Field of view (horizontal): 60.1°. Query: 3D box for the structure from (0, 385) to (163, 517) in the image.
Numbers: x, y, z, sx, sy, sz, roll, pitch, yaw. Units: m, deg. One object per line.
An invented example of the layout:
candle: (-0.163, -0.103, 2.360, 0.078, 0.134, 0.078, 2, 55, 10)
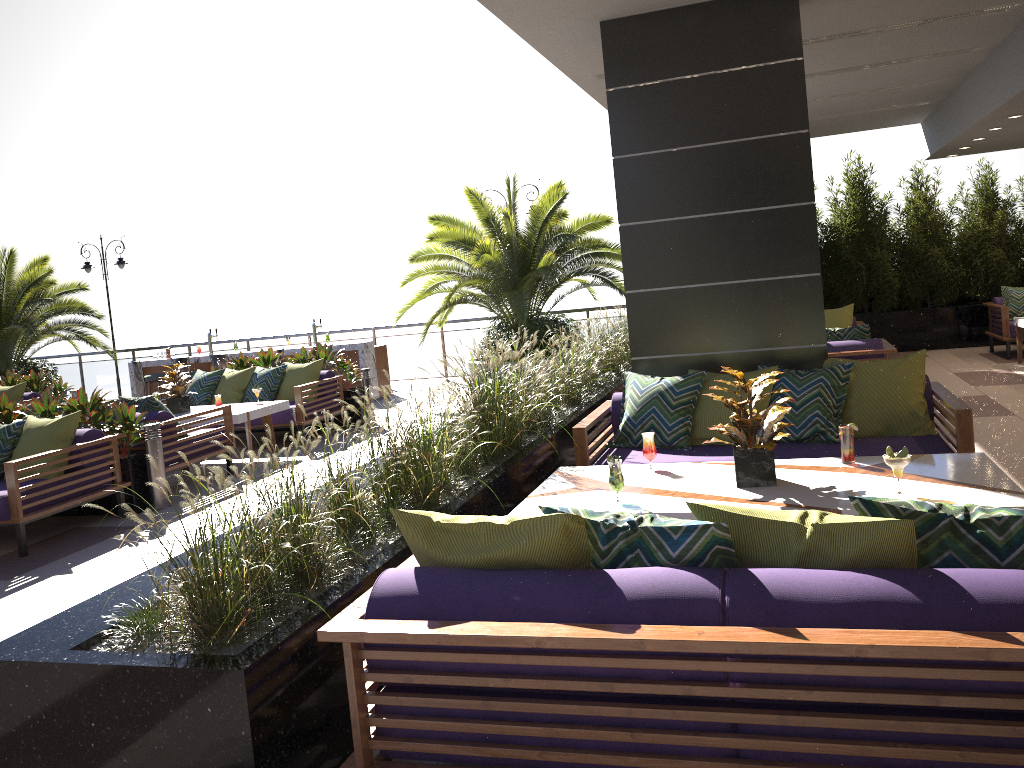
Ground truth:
structure: (-4.062, 0.617, 7.633, 2.415, 1.170, 0.704, -4, 4, 19)

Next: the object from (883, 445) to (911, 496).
object: (1.550, 0.343, 3.556, 0.106, 0.196, 0.105, -9, 5, -44)

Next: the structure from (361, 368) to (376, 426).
structure: (-1.788, 0.157, 11.009, 0.100, 0.698, 0.181, -5, 3, 18)

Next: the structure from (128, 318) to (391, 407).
structure: (-4.231, -0.316, 14.631, 4.394, 1.324, 0.809, -4, 4, 17)

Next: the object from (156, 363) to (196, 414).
object: (-3.548, 0.043, 9.371, 0.424, 0.525, 0.432, -3, 5, 30)

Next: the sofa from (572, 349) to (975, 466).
sofa: (1.539, 0.336, 5.397, 2.123, 0.916, 1.125, -4, 5, 17)

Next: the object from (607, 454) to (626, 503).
object: (0.456, 0.410, 3.873, 0.069, 0.210, 0.069, -6, 3, 1)

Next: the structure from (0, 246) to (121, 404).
structure: (-9.248, -0.959, 16.013, 3.806, 3.292, 3.761, -7, 5, -15)

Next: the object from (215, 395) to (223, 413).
object: (-2.971, 0.204, 8.969, 0.069, 0.180, 0.069, -5, 3, 6)

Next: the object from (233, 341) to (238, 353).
object: (-4.501, -0.608, 14.415, 0.069, 0.210, 0.069, -6, 3, 1)

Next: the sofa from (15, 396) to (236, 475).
sofa: (-3.847, 0.545, 8.346, 2.123, 0.916, 1.125, -4, 5, 17)

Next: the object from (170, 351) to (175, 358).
object: (-5.888, -0.469, 15.335, 0.105, 0.208, 0.106, -6, 4, -7)

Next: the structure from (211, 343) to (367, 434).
structure: (-2.927, 0.097, 11.331, 2.247, 1.168, 0.741, -4, 4, 19)

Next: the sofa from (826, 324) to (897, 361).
sofa: (2.488, -0.098, 8.479, 2.123, 0.916, 1.125, -4, 5, 17)

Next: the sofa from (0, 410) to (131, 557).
sofa: (-4.262, 0.746, 6.901, 2.123, 0.916, 1.125, -4, 5, 17)

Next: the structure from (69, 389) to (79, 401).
structure: (-6.058, 0.432, 12.351, 0.100, 0.698, 0.181, -5, 3, 18)

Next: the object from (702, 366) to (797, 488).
object: (1.057, 0.184, 3.946, 0.429, 0.525, 0.427, -3, 5, 30)

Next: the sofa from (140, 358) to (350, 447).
sofa: (-3.165, 0.235, 10.549, 2.123, 0.916, 1.125, -4, 5, 17)

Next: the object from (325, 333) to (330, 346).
object: (-2.891, -0.705, 13.906, 0.069, 0.197, 0.082, -8, 4, -36)

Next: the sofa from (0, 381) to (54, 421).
sofa: (-7.417, 0.510, 11.885, 2.123, 0.916, 1.125, -4, 5, 17)

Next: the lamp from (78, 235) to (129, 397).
lamp: (-7.849, -1.259, 17.322, 1.120, 3.317, 0.265, -5, 3, 17)

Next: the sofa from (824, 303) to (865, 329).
sofa: (3.241, -0.442, 10.926, 2.123, 0.916, 1.125, -4, 5, 17)

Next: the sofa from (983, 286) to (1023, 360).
sofa: (7.325, -0.888, 11.302, 2.123, 0.916, 1.125, -4, 5, 17)

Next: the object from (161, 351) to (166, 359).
object: (-6.016, -0.455, 15.325, 0.105, 0.208, 0.106, -6, 4, -7)

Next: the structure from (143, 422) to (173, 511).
structure: (-2.930, 0.678, 7.299, 0.100, 0.698, 0.181, -5, 3, 18)

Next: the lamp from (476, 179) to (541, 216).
lamp: (0.084, -1.771, 14.828, 1.120, 3.317, 0.265, -5, 3, 17)

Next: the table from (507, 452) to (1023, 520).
table: (1.112, 0.717, 3.981, 2.034, 0.552, 0.946, -4, 6, 17)

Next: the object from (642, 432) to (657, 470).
object: (0.692, 0.337, 4.454, 0.069, 0.180, 0.069, -6, 3, 1)

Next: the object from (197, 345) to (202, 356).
object: (-5.168, -0.550, 14.626, 0.069, 0.180, 0.069, -6, 3, -10)

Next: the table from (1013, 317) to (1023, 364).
table: (6.975, -0.533, 10.060, 2.034, 0.552, 0.946, -4, 6, 17)

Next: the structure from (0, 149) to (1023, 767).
structure: (2.252, -0.495, 2.204, 7.805, 3.111, 24.863, -4, 6, 18)

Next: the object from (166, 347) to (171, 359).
object: (-5.742, -0.517, 14.802, 0.084, 0.189, 0.067, -3, 4, 42)

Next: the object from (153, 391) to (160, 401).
object: (-4.010, 0.185, 10.000, 0.082, 0.197, 0.069, -8, 4, -31)

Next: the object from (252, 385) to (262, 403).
object: (-2.761, 0.106, 9.595, 0.106, 0.196, 0.105, -9, 5, -39)

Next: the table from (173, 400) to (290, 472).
table: (-3.488, 0.573, 9.434, 2.034, 0.552, 0.946, -4, 6, 17)

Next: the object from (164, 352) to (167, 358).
object: (-5.931, -0.454, 15.236, 0.105, 0.208, 0.106, -6, 4, -7)

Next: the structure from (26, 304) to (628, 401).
structure: (-6.401, 0.757, 8.065, 12.898, 1.055, 17.598, -4, 7, 18)

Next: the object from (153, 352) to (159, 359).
object: (-6.149, -0.439, 15.301, 0.105, 0.208, 0.106, -6, 4, -7)

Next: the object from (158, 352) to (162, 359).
object: (-6.122, -0.454, 15.413, 0.105, 0.208, 0.106, -6, 4, -7)

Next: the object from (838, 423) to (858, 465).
object: (1.576, 0.280, 4.139, 0.084, 0.189, 0.067, -3, 4, 42)

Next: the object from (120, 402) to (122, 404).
object: (-4.118, 0.272, 9.338, 0.067, 0.189, 0.084, -9, 4, -42)

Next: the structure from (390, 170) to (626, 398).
structure: (0.074, -1.567, 13.143, 3.814, 3.292, 3.753, -8, 5, -30)

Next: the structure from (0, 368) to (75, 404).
structure: (-7.233, 0.379, 12.649, 2.247, 1.168, 0.741, -4, 4, 19)

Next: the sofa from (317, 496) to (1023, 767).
sofa: (0.674, 0.731, 2.587, 2.123, 0.916, 1.125, -4, 5, 17)
